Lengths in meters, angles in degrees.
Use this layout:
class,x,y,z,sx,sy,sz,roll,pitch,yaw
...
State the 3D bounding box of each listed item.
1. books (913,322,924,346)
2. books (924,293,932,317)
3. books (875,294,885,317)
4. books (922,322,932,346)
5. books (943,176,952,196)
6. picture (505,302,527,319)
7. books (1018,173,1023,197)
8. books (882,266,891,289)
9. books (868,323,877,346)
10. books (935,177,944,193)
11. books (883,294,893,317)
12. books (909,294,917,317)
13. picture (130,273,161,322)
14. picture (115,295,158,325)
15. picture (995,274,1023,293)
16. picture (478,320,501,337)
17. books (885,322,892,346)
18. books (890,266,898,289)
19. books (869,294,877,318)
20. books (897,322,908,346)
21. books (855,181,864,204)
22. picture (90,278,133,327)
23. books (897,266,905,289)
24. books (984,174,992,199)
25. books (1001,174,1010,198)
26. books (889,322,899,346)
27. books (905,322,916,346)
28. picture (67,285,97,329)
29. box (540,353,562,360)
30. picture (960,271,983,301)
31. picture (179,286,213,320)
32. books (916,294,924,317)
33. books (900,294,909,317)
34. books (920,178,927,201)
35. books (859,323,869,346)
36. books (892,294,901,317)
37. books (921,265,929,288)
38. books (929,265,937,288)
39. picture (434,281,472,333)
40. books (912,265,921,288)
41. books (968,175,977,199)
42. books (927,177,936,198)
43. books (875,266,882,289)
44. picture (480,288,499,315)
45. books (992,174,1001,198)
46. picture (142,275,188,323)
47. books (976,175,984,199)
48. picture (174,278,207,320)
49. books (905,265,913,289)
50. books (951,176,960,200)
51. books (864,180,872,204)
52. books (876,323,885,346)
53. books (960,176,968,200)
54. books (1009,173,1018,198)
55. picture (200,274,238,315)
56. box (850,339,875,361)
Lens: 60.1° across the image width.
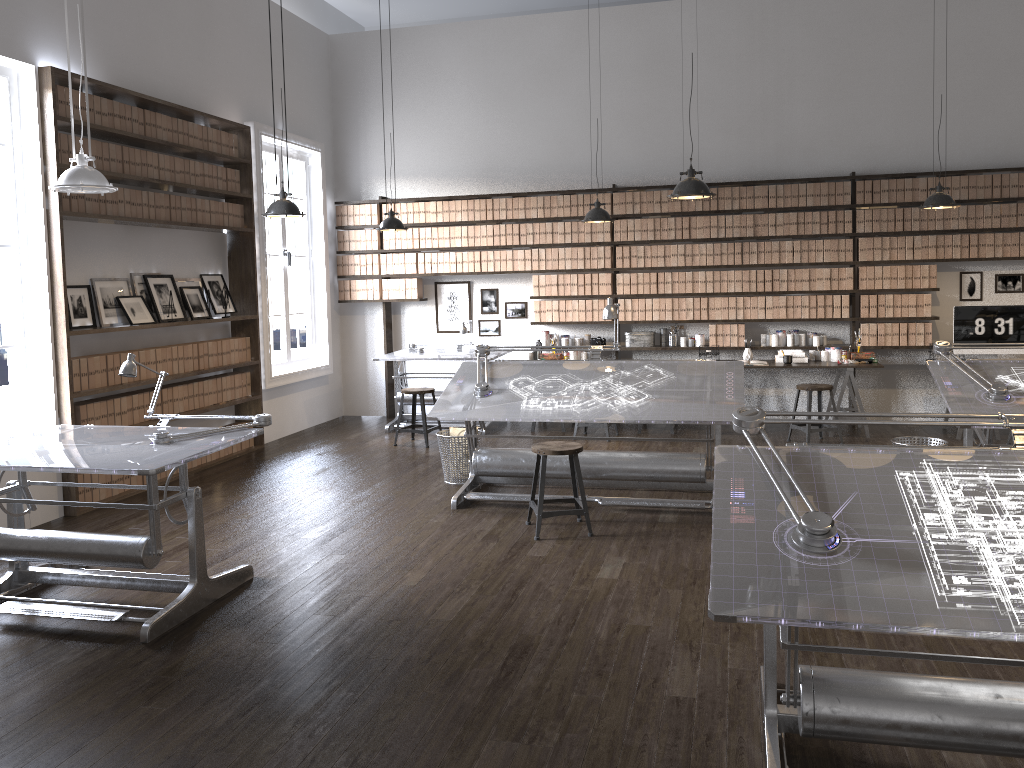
class,x,y,z,sx,sy,sz,roll,pitch,yaw
books,3.926,-0.481,8.552,0.067,0.225,0.175,0,5,14
books,3.981,-0.756,8.520,0.067,0.225,0.175,0,5,14
books,3.585,-0.758,8.623,0.067,0.225,0.175,0,5,14
books,3.996,-0.481,8.539,0.067,0.225,0.175,0,5,14
books,4.118,-1.848,8.410,0.067,0.225,0.175,0,5,14
picture,0.045,-0.806,9.687,0.251,0.183,0.023,0,4,14
books,4.733,-1.845,8.254,0.067,0.225,0.175,0,5,14
books,3.622,-1.031,8.591,0.067,0.225,0.175,0,5,14
books,3.517,-0.482,8.653,0.067,0.225,0.175,0,5,14
books,4.050,-1.848,8.426,0.067,0.225,0.175,0,5,14
books,3.653,-0.757,8.601,0.067,0.225,0.175,0,5,14
books,3.855,-0.756,8.548,0.067,0.225,0.175,0,5,14
picture,-2.916,-0.694,7.146,0.091,0.404,0.371,0,5,14
picture,-2.906,-0.570,6.860,0.144,0.228,0.301,0,6,14
picture,4.762,-0.963,8.480,0.251,0.183,0.023,0,4,14
picture,-0.249,-0.617,9.775,0.251,0.183,0.023,0,4,14
books,3.650,-0.482,8.624,0.067,0.225,0.175,0,5,14
books,3.683,-1.031,8.577,0.067,0.225,0.175,0,5,14
books,3.511,-0.758,8.636,0.067,0.225,0.175,0,5,14
books,3.784,-0.481,8.587,0.067,0.225,0.175,0,5,14
books,3.370,-1.851,8.599,0.067,0.225,0.175,0,5,14
picture,-3.017,-0.623,6.731,0.083,0.364,0.417,0,5,14
books,3.747,-1.030,8.556,0.067,0.225,0.175,0,5,14
books,4.451,-1.846,8.326,0.067,0.225,0.175,0,5,14
books,4.595,-1.846,8.289,0.067,0.225,0.175,0,5,14
books,3.714,-0.482,8.611,0.067,0.225,0.175,0,5,14
books,3.858,-0.481,8.574,0.067,0.225,0.175,0,5,14
picture,-3.121,-0.556,6.394,0.058,0.314,0.268,0,5,14
box,0.405,-0.272,9.179,0.212,0.083,0.138,0,6,14
picture,4.438,-0.944,8.565,0.201,0.283,0.022,0,4,14
picture,-2.737,-0.702,7.673,0.127,0.289,0.291,0,5,14
books,3.921,-0.757,8.537,0.067,0.225,0.175,0,5,14
books,3.791,-0.757,8.571,0.067,0.225,0.175,0,5,14
books,3.911,-1.848,8.459,0.067,0.225,0.175,0,5,14
books,3.448,-0.483,8.674,0.067,0.225,0.175,0,5,14
books,3.722,-0.758,8.588,0.067,0.225,0.175,0,5,14
books,3.950,-1.029,8.506,0.067,0.225,0.175,0,5,14
books,4.020,-1.030,8.494,0.067,0.225,0.175,0,5,14
picture,-0.652,-0.852,9.850,0.415,0.573,0.040,0,4,14
books,3.883,-1.030,8.528,0.067,0.225,0.175,0,5,14
books,4.325,-1.846,8.351,0.067,0.225,0.175,0,5,14
books,3.981,-1.848,8.439,0.067,0.225,0.175,0,5,14
books,3.551,-1.031,8.607,0.067,0.225,0.175,0,5,14
picture,-0.247,-0.909,9.754,0.201,0.283,0.022,0,4,14
books,4.521,-1.845,8.302,0.067,0.225,0.175,0,5,14
picture,-2.835,-0.702,7.255,0.149,0.390,0.375,0,5,14
books,4.387,-1.846,8.339,0.067,0.225,0.175,0,5,14
picture,-2.781,-0.735,7.668,0.095,0.360,0.436,0,6,14
books,3.814,-1.030,8.545,0.067,0.225,0.175,0,5,14
books,4.185,-1.847,8.390,0.067,0.225,0.175,0,5,14
books,3.441,-1.850,8.576,0.067,0.225,0.175,0,5,14
books,3.587,-0.482,8.636,0.067,0.225,0.175,0,5,14
books,4.254,-1.846,8.369,0.067,0.225,0.175,0,5,14
books,4.663,-1.845,8.267,0.067,0.225,0.175,0,5,14
picture,-2.660,-0.816,8.032,0.161,0.363,0.344,0,5,14
box,3.337,-0.321,8.433,0.212,0.206,0.138,0,5,14
